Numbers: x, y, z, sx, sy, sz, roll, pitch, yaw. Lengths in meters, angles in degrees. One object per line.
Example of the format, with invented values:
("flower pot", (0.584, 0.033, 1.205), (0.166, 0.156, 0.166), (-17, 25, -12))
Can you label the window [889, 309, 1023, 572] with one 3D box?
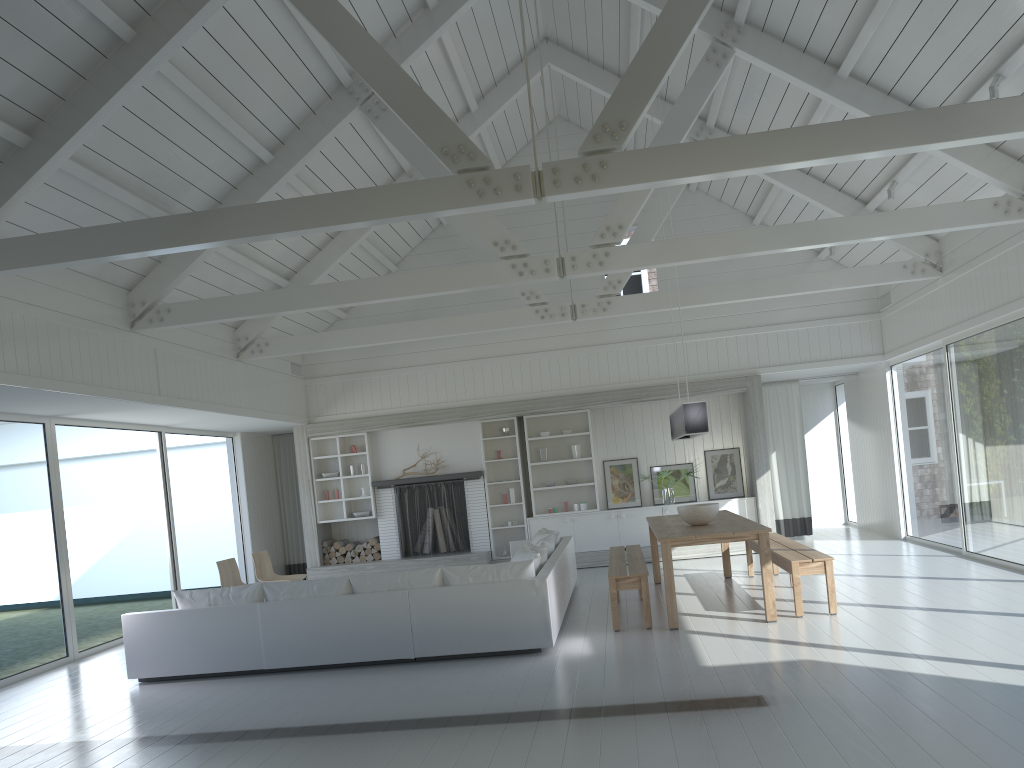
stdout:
("window", (4.551, 0.412, 6.492), (0.080, 2.416, 10.948), (-6, -6, 6))

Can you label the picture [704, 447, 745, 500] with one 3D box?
("picture", (2.993, 1.266, 12.424), (0.495, 0.704, 0.065), (-6, 0, 7))

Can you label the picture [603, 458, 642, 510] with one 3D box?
("picture", (1.579, 1.424, 12.593), (0.495, 0.704, 0.065), (-6, 0, 7))

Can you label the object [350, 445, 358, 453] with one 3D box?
("object", (-2.297, 0.947, 12.831), (0.059, 0.127, 0.233), (-5, -4, -39))

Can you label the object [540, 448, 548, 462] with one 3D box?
("object", (0.457, 1.018, 12.613), (0.103, 0.197, 0.102), (-6, -1, 6))

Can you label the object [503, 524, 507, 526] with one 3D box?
("object", (-0.106, 2.036, 12.707), (0.054, 0.025, 0.054), (-6, -5, 6))

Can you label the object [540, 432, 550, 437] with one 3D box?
("object", (0.478, 0.723, 12.605), (0.141, 0.066, 0.141), (-6, -5, 6))

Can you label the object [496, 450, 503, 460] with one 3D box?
("object", (-0.184, 1.025, 12.692), (0.136, 0.130, 0.138), (-3, -4, -41))

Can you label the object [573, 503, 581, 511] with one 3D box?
("object", (0.935, 1.762, 12.616), (0.092, 0.095, 0.089), (-8, -3, 40))

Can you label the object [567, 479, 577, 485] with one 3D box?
("object", (0.871, 1.413, 12.715), (0.141, 0.066, 0.141), (-6, -5, 6))

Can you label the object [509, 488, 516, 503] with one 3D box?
("object", (0.006, 1.606, 12.682), (0.072, 0.211, 0.071), (-6, 0, 6))

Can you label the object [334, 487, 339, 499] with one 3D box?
("object", (-2.560, 1.586, 12.883), (0.054, 0.196, 0.054), (-6, 0, 7))

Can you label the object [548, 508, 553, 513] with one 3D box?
("object", (0.552, 1.810, 12.607), (0.054, 0.071, 0.054), (-5, -2, -15))

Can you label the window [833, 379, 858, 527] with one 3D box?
("window", (5.518, 1.136, 14.473), (0.038, 2.429, 0.945), (-6, 0, 6))

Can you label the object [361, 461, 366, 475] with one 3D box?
("object", (-2.165, 1.220, 12.830), (0.054, 0.196, 0.054), (-6, 0, 7))

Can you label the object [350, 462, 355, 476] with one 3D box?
("object", (-2.329, 1.239, 12.850), (0.054, 0.196, 0.054), (-6, 0, 7))

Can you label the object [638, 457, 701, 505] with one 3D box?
("object", (2.211, 1.359, 12.230), (0.972, 0.629, 0.623), (-6, -3, 4))

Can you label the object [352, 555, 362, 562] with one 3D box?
("object", (-2.231, 2.591, 13.076), (0.134, 0.146, 0.549), (-6, -5, 6))

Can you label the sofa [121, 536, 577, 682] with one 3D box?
("sofa", (-1.187, 2.072, 8.979), (3.481, 0.737, 4.141), (-6, -6, 6))

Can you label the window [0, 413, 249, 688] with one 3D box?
("window", (-4.467, 1.533, 8.681), (0.080, 2.417, 8.730), (-6, -5, 6))

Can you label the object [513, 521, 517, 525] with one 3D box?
("object", (0.042, 2.001, 12.687), (0.058, 0.061, 0.057), (-6, -3, 6))

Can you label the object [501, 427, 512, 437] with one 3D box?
("object", (-0.081, 0.691, 12.647), (0.162, 0.124, 0.161), (-9, -5, 39))

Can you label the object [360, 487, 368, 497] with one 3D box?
("object", (-2.157, 1.574, 12.833), (0.136, 0.130, 0.137), (-5, -3, -6))

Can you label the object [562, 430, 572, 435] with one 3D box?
("object", (0.800, 0.702, 12.710), (0.141, 0.066, 0.141), (-6, -5, 6))

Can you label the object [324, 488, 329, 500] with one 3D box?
("object", (-2.710, 1.603, 12.901), (0.054, 0.196, 0.054), (-6, 0, 7))

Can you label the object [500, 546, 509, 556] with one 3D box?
("object", (-0.108, 2.412, 12.709), (0.136, 0.130, 0.138), (-3, -4, -41))

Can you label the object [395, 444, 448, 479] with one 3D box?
("object", (-1.258, 1.085, 12.581), (0.780, 0.502, 0.460), (-4, -3, -24))

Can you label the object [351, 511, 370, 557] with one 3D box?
("object", (-2.232, 2.208, 13.017), (0.340, 0.643, 0.614), (-6, -3, -9))

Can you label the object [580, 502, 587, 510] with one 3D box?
("object", (1.020, 1.737, 12.537), (0.086, 0.111, 0.085), (-7, -3, 42))

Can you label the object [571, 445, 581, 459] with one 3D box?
("object", (0.921, 0.967, 12.558), (0.102, 0.197, 0.103), (-5, -1, -39))

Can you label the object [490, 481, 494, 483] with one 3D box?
("object", (-0.284, 1.404, 12.642), (0.054, 0.025, 0.054), (-6, -5, 6))

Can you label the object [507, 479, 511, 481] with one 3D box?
("object", (-0.037, 1.387, 12.722), (0.054, 0.025, 0.054), (-6, -5, 6))

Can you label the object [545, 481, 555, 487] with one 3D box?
("object", (0.549, 1.434, 12.610), (0.141, 0.066, 0.141), (-6, -5, 6))

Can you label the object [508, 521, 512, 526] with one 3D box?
("object", (-0.032, 2.004, 12.698), (0.054, 0.071, 0.054), (-6, -2, 6))

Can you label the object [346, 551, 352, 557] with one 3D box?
("object", (-2.359, 2.498, 13.060), (0.080, 0.080, 0.479), (-6, -6, 5))

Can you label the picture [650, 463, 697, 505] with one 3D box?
("picture", (2.292, 1.421, 12.520), (0.610, 0.553, 0.053), (-6, 0, 7))

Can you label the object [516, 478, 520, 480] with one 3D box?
("object", (0.087, 1.379, 12.762), (0.054, 0.025, 0.054), (-6, -5, 6))

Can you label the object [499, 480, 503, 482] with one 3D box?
("object", (-0.160, 1.395, 12.682), (0.054, 0.025, 0.054), (-6, -5, 6))

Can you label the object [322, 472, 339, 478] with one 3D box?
("object", (-2.652, 1.339, 12.905), (0.241, 0.072, 0.243), (-5, -5, -8))

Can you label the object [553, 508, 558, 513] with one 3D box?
("object", (0.624, 1.810, 12.625), (0.058, 0.061, 0.058), (-5, -3, -16))

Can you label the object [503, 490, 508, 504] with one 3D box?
("object", (-0.098, 1.626, 12.696), (0.054, 0.196, 0.054), (-6, 0, 6))

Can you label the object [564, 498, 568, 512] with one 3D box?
("object", (0.772, 1.725, 12.596), (0.054, 0.196, 0.054), (-6, 0, 6))
